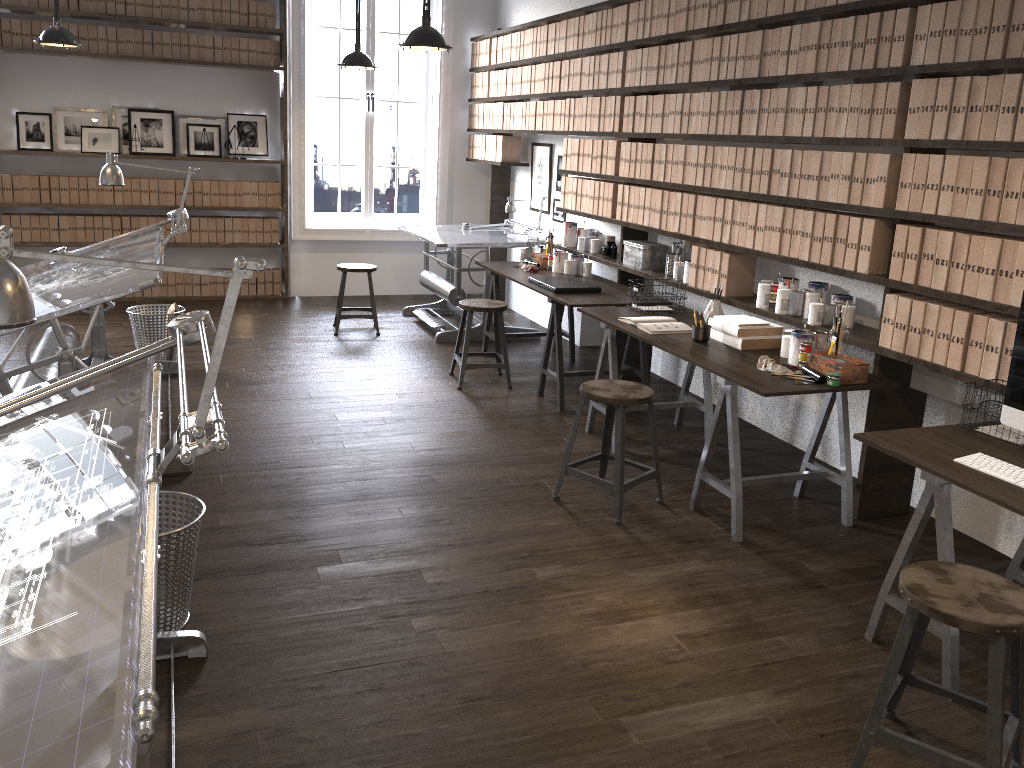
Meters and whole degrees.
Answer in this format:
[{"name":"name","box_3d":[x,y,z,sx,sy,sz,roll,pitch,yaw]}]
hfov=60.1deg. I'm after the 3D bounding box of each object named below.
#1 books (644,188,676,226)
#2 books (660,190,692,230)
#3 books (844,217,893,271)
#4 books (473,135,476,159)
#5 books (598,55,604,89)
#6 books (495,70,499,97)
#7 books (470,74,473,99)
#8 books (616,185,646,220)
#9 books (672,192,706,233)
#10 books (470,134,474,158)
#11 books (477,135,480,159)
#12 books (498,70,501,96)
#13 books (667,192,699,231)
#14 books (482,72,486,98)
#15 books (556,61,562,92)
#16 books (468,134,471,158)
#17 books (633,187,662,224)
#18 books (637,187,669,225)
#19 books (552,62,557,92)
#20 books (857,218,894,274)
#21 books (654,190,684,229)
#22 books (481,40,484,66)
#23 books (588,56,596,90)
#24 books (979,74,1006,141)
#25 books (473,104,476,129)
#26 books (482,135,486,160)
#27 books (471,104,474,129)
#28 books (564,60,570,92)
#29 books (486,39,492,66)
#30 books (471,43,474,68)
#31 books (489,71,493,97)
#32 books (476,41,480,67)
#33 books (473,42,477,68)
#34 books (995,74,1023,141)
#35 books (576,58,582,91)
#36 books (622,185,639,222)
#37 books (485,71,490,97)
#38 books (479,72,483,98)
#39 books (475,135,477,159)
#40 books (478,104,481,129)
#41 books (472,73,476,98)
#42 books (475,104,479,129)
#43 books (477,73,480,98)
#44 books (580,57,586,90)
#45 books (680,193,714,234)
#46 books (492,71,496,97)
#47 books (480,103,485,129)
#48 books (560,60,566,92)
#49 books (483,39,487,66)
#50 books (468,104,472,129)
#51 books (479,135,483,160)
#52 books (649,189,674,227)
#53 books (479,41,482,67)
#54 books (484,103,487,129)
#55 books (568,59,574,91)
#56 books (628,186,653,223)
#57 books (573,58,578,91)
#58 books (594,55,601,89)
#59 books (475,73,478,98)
[{"name":"books","box_3d":[0.894,-1.065,5.349,0.174,0.223,0.067,-3,14,-21]},{"name":"books","box_3d":[0.967,-1.012,5.171,0.174,0.223,0.067,-3,14,-21]},{"name":"books","box_3d":[1.513,-0.594,3.759,0.174,0.223,0.067,-3,14,-21]},{"name":"books","box_3d":[-0.272,-2.225,8.321,0.174,0.223,0.067,-3,14,-21]},{"name":"books","box_3d":[0.670,-2.055,5.858,0.174,0.223,0.067,-3,14,-21]},{"name":"books","box_3d":[-0.055,-2.600,7.695,0.174,0.223,0.067,-3,14,-21]},{"name":"books","box_3d":[-0.295,-2.792,8.323,0.174,0.223,0.067,-3,14,-21]},{"name":"books","box_3d":[0.765,-1.161,5.670,0.174,0.223,0.067,-3,14,-21]},{"name":"books","box_3d":[1.013,-0.974,5.041,0.174,0.223,0.067,-3,14,-21]},{"name":"books","box_3d":[-0.304,-2.245,8.386,0.174,0.223,0.067,-3,14,-21]},{"name":"books","box_3d":[-0.233,-2.190,8.202,0.174,0.223,0.067,-3,14,-21]},{"name":"books","box_3d":[-0.029,-2.583,7.639,0.174,0.223,0.067,-3,14,-21]},{"name":"books","box_3d":[0.992,-0.993,5.106,0.174,0.223,0.067,-3,14,-21]},{"name":"books","box_3d":[-0.173,-2.700,8.014,0.174,0.223,0.067,-3,14,-21]},{"name":"books","box_3d":[0.417,-2.242,6.489,0.174,0.223,0.067,-3,14,-21]},{"name":"books","box_3d":[-0.325,-2.265,8.456,0.174,0.223,0.067,-3,14,-21]},{"name":"books","box_3d":[0.846,-1.104,5.479,0.174,0.223,0.067,-3,14,-21]},{"name":"books","box_3d":[0.867,-1.085,5.414,0.174,0.223,0.067,-3,14,-21]},{"name":"books","box_3d":[0.396,-2.262,6.558,0.174,0.223,0.067,-3,14,-21]},{"name":"books","box_3d":[1.542,-0.573,3.689,0.174,0.223,0.067,-3,14,-21]},{"name":"books","box_3d":[0.937,-1.030,5.230,0.174,0.223,0.067,-3,14,-21]},{"name":"books","box_3d":[-0.184,-2.985,8.012,0.174,0.223,0.067,-3,14,-21]},{"name":"books","box_3d":[0.615,-2.092,5.983,0.174,0.223,0.067,-3,14,-21]},{"name":"books","box_3d":[1.750,-0.964,3.111,0.174,0.223,0.067,-3,14,-21]},{"name":"books","box_3d":[-0.265,-2.496,8.275,0.174,0.223,0.067,-3,14,-21]},{"name":"books","box_3d":[-0.178,-2.151,8.071,0.174,0.223,0.067,-3,14,-21]},{"name":"books","box_3d":[-0.290,-2.515,8.339,0.174,0.223,0.067,-3,14,-21]},{"name":"books","box_3d":[0.469,-2.203,6.357,0.174,0.223,0.067,-3,14,-21]},{"name":"books","box_3d":[-0.135,-2.946,7.882,0.174,0.223,0.067,-3,14,-21]},{"name":"books","box_3d":[-0.290,-3.061,8.269,0.174,0.223,0.067,-3,14,-21]},{"name":"books","box_3d":[-0.103,-2.639,7.828,0.174,0.223,0.067,-3,14,-21]},{"name":"books","box_3d":[-0.235,-3.022,8.138,0.174,0.223,0.067,-3,14,-21]},{"name":"books","box_3d":[-0.264,-3.041,8.203,0.174,0.223,0.067,-3,14,-21]},{"name":"books","box_3d":[1.771,-0.945,3.046,0.174,0.223,0.067,-3,14,-21]},{"name":"books","box_3d":[0.542,-2.146,6.166,0.174,0.223,0.067,-3,14,-21]},{"name":"books","box_3d":[0.794,-1.141,5.605,0.174,0.223,0.067,-3,14,-21]},{"name":"books","box_3d":[-0.148,-2.681,7.950,0.174,0.223,0.067,-3,14,-21]},{"name":"books","box_3d":[-0.203,-2.718,8.074,0.174,0.223,0.067,-3,14,-21]},{"name":"books","box_3d":[-0.251,-2.207,8.261,0.174,0.223,0.067,-3,14,-21]},{"name":"books","box_3d":[-0.214,-2.458,8.146,0.174,0.223,0.067,-3,14,-21]},{"name":"books","box_3d":[-0.273,-2.773,8.258,0.174,0.223,0.067,-3,14,-21]},{"name":"books","box_3d":[-0.244,-2.477,8.209,0.174,0.223,0.067,-3,14,-21]},{"name":"books","box_3d":[-0.222,-2.736,8.136,0.174,0.223,0.067,-3,14,-21]},{"name":"books","box_3d":[0.570,-2.129,6.107,0.174,0.223,0.067,-3,14,-21]},{"name":"books","box_3d":[1.043,-0.955,4.978,0.174,0.223,0.067,-3,14,-21]},{"name":"books","box_3d":[-0.081,-2.619,7.761,0.174,0.223,0.067,-3,14,-21]},{"name":"books","box_3d":[-0.193,-2.437,8.076,0.174,0.223,0.067,-3,14,-21]},{"name":"books","box_3d":[0.449,-2.222,6.423,0.174,0.223,0.067,-3,14,-21]},{"name":"books","box_3d":[-0.162,-2.966,7.947,0.174,0.223,0.067,-3,14,-21]},{"name":"books","box_3d":[-0.319,-2.533,8.398,0.174,0.223,0.067,-3,14,-21]},{"name":"books","box_3d":[-0.207,-2.170,8.136,0.174,0.223,0.067,-3,14,-21]},{"name":"books","box_3d":[0.918,-1.048,5.292,0.174,0.223,0.067,-3,14,-21]},{"name":"books","box_3d":[-0.207,-3.004,8.076,0.174,0.223,0.067,-3,14,-21]},{"name":"books","box_3d":[-0.161,-2.418,8.011,0.174,0.223,0.067,-3,14,-21]},{"name":"books","box_3d":[0.498,-2.184,6.294,0.174,0.223,0.067,-3,14,-21]},{"name":"books","box_3d":[0.823,-1.123,5.543,0.174,0.223,0.067,-3,14,-21]},{"name":"books","box_3d":[0.524,-2.165,6.229,0.174,0.223,0.067,-3,14,-21]},{"name":"books","box_3d":[0.643,-2.073,5.920,0.174,0.223,0.067,-3,14,-21]},{"name":"books","box_3d":[-0.246,-2.753,8.192,0.174,0.223,0.067,-3,14,-21]}]
